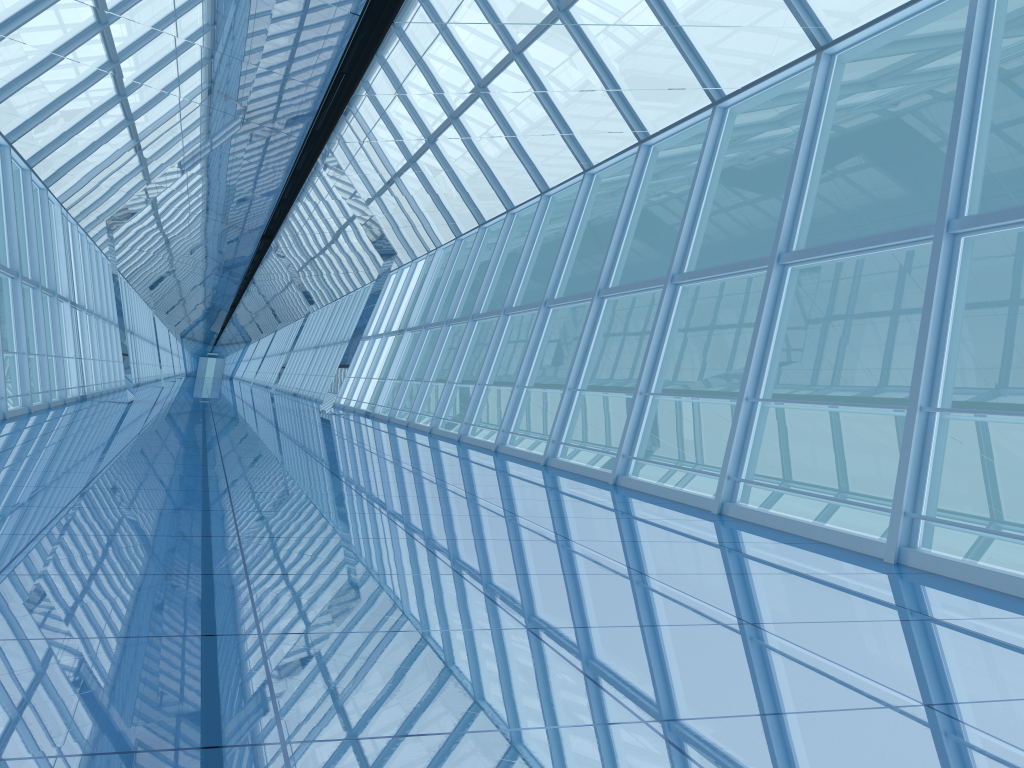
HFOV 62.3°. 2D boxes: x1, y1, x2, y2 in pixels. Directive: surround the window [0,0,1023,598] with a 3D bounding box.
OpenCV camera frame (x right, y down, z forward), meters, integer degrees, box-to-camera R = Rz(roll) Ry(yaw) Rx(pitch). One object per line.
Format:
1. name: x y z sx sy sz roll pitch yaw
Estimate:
1. window: -16.223 -2.236 47.494 9.810 4.926 107.033 5 -1 -20
